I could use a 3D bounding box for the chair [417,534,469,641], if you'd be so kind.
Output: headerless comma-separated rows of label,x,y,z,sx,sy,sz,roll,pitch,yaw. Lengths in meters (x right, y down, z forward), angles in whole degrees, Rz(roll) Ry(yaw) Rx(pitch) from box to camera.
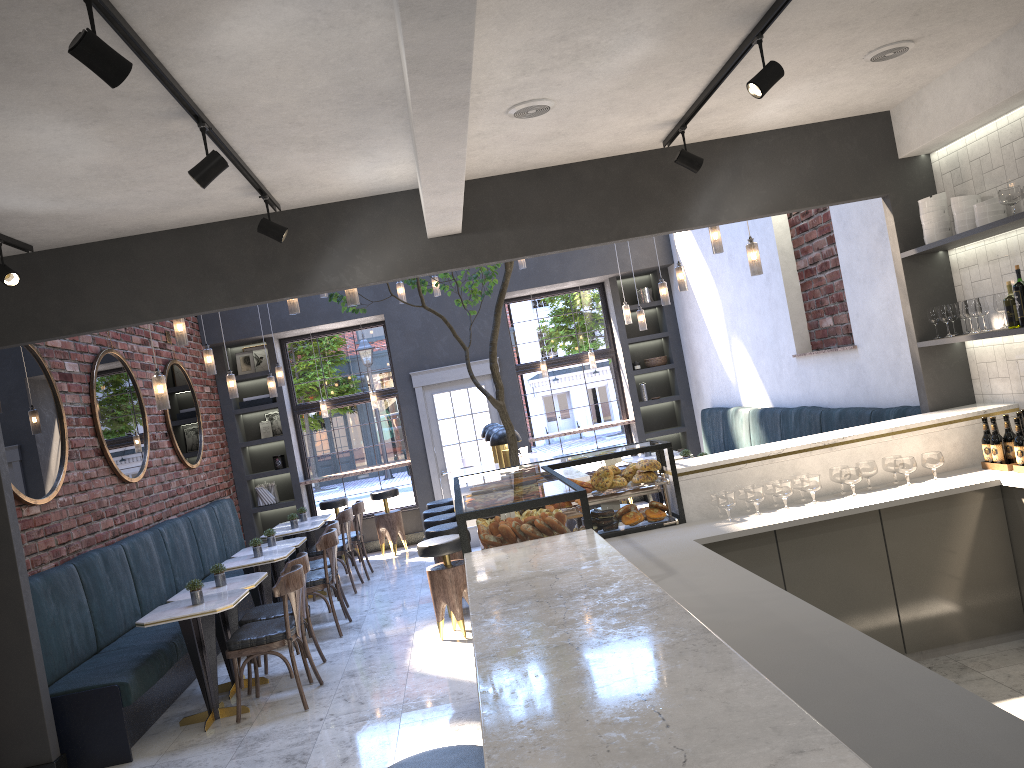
chair,-0.476,1.539,6.716,0.372,0.737,0.370,-11,0,39

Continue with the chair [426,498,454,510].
chair,-0.673,1.613,9.515,0.372,0.737,0.370,-11,0,39

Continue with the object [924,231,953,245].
object,2.490,-0.845,5.176,0.153,0.055,0.153,-10,-1,-42

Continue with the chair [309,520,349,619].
chair,-1.789,1.740,8.194,0.521,0.851,0.539,-10,0,-11

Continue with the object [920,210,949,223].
object,2.467,-0.970,5.172,0.153,0.060,0.153,-10,-1,-22

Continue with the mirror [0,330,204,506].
mirror,-3.438,0.120,7.769,0.036,1.510,4.774,-10,-1,-4

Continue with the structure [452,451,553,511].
structure,0.033,1.304,8.107,0.990,1.050,3.490,-10,-1,-4

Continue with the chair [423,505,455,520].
chair,-0.643,1.598,8.805,0.370,0.737,0.372,-10,0,-14

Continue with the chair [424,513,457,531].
chair,-0.564,1.574,8.116,0.372,0.737,0.370,-11,0,39

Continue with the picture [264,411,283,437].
picture,-3.111,0.528,11.671,0.247,0.326,0.044,-10,0,-4

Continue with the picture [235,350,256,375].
picture,-3.490,-0.267,11.614,0.230,0.313,0.061,-10,0,-4

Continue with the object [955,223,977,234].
object,2.567,-0.862,4.962,0.153,0.055,0.153,-10,-1,-42

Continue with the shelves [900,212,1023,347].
shelves,2.684,-0.581,3.598,0.300,0.580,3.601,-10,-1,-4

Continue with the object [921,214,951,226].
object,2.473,-0.941,5.173,0.153,0.075,0.153,-10,-1,-37

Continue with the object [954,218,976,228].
object,2.563,-0.897,4.960,0.153,0.074,0.154,-10,-1,-1

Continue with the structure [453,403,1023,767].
structure,1.551,0.821,2.394,3.205,1.300,5.806,-10,-1,-4

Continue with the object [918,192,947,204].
object,2.449,-1.066,5.166,0.153,0.070,0.153,-11,-1,42

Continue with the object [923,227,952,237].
object,2.486,-0.880,5.174,0.153,0.074,0.154,-10,-1,-1

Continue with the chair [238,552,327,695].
chair,-1.658,1.691,6.366,0.521,0.851,0.538,-10,0,-3

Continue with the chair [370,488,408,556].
chair,-1.562,1.758,11.302,0.371,0.821,0.371,-10,0,-42

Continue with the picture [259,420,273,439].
picture,-3.227,0.600,11.636,0.161,0.227,0.049,-10,0,-4

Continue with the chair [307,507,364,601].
chair,-1.873,1.771,9.340,0.521,0.851,0.538,-10,0,-3

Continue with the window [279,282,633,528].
window,-0.524,-1.274,5.775,6.404,5.364,12.712,-10,-1,-4

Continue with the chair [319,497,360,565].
chair,-2.198,1.874,11.278,0.370,0.821,0.372,-10,0,-42

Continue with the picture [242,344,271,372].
picture,-3.335,-0.320,11.660,0.361,0.369,0.055,-10,0,-4

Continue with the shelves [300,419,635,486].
shelves,-0.559,0.887,11.659,4.402,0.043,0.384,-10,-1,-4

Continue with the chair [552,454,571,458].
chair,0.688,1.347,11.491,0.370,0.821,0.372,-10,0,-42

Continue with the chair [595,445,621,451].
chair,1.323,1.230,11.515,0.371,0.821,0.371,-10,0,-42

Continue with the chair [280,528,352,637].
chair,-1.683,1.712,7.569,0.521,0.851,0.538,-10,0,-3

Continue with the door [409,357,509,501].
door,-0.526,0.854,11.130,1.132,2.219,0.152,-10,0,-4

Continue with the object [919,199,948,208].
object,2.458,-1.035,5.168,0.153,0.067,0.153,-11,-1,42

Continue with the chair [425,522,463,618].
chair,-0.482,1.549,7.421,0.372,0.737,0.370,-11,0,23

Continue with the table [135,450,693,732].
table,-0.173,1.493,7.978,4.598,0.751,4.831,-10,-1,-4

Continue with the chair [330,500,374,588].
chair,-1.847,1.774,9.923,0.521,0.851,0.497,-10,0,-5

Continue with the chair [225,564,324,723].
chair,-1.558,1.665,5.794,0.521,0.851,0.538,-10,0,-3

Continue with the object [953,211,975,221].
object,2.558,-0.927,4.959,0.153,0.062,0.153,-11,-1,25

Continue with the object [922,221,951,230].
object,2.481,-0.910,5.173,0.153,0.062,0.153,-11,-1,25

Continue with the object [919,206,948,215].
object,2.461,-1.005,5.169,0.154,0.076,0.153,-11,-1,17

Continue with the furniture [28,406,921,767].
furniture,-0.210,1.297,8.023,6.020,1.151,5.342,-10,-1,-4

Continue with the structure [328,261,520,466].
structure,-0.316,-1.151,7.147,3.747,5.988,2.804,-11,0,39

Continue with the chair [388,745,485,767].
chair,-0.113,1.368,2.197,0.371,0.821,0.371,-10,0,-42
